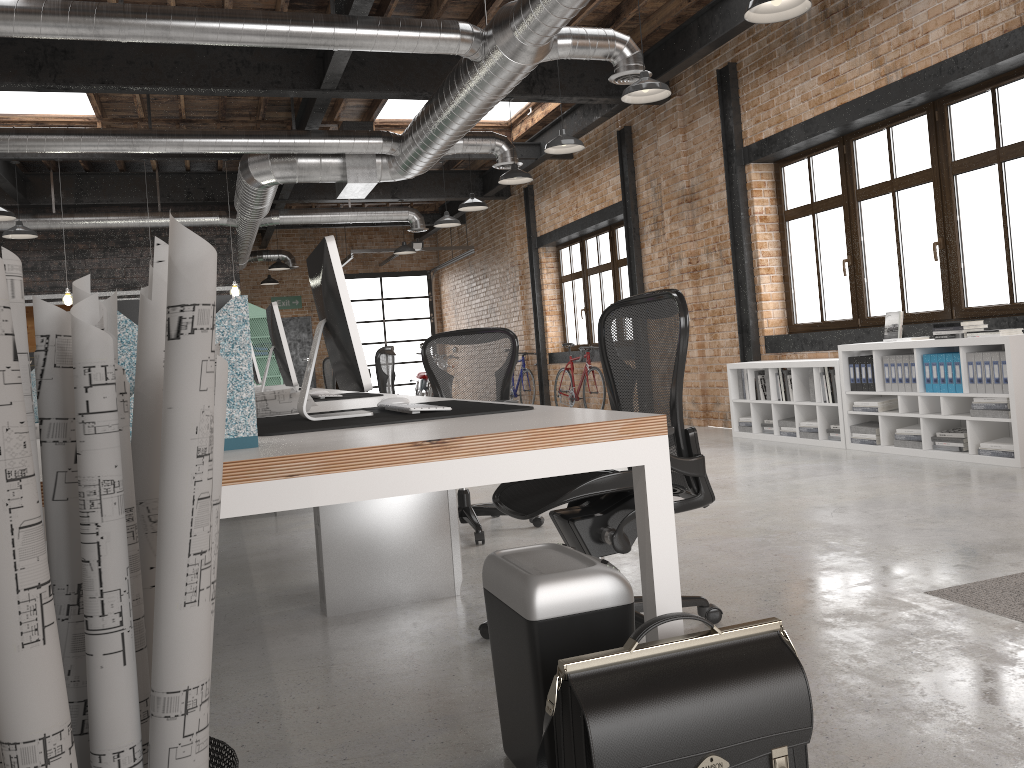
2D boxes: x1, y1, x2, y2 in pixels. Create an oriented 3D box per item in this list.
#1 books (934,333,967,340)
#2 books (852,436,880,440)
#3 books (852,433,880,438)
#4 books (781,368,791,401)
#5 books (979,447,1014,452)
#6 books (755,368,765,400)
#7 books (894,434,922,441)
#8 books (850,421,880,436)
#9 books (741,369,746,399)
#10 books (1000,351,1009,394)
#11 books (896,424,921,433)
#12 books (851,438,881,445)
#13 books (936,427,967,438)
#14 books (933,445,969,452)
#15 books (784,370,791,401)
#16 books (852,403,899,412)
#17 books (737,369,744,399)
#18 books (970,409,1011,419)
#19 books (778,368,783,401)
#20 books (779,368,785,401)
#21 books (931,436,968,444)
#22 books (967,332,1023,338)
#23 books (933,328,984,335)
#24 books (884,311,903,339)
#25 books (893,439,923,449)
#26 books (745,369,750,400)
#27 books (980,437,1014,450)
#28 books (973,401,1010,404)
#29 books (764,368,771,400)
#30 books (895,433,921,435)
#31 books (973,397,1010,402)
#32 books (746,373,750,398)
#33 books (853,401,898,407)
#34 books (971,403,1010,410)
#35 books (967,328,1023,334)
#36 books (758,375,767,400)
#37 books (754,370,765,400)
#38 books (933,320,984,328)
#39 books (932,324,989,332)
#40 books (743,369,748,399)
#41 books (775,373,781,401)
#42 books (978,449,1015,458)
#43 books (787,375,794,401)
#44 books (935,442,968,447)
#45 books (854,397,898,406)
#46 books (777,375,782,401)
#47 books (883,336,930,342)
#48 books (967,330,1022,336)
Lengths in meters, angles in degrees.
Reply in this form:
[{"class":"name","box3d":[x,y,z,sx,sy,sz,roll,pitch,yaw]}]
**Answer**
[{"class":"books","box3d":[2.979,-0.321,5.883,0.191,0.032,0.258,-5,2,-17]},{"class":"books","box3d":[2.730,0.387,6.660,0.219,0.034,0.259,-5,2,-19]},{"class":"books","box3d":[2.730,0.369,6.656,0.215,0.046,0.251,-5,2,-19]},{"class":"books","box3d":[2.445,-0.022,7.593,0.272,0.355,0.062,-4,-1,-14]},{"class":"books","box3d":[3.125,0.391,5.567,0.219,0.034,0.259,-5,2,-19]},{"class":"books","box3d":[2.311,-0.025,8.010,0.272,0.355,0.062,-4,-1,-14]},{"class":"books","box3d":[2.884,0.359,6.256,0.207,0.067,0.275,-5,2,-19]},{"class":"books","box3d":[2.725,0.333,6.676,0.217,0.078,0.290,-5,2,-19]},{"class":"books","box3d":[2.255,-0.016,8.194,0.249,0.333,0.060,-4,-1,-14]},{"class":"books","box3d":[3.137,-0.078,5.473,0.232,0.261,0.062,-5,-1,-19]},{"class":"books","box3d":[2.886,0.314,6.247,0.215,0.052,0.252,-5,2,-19]},{"class":"books","box3d":[2.727,0.414,6.666,0.207,0.061,0.274,-5,2,-19]},{"class":"books","box3d":[3.023,0.327,5.958,0.199,0.055,0.239,-5,2,-18]},{"class":"books","box3d":[3.011,0.417,5.977,0.184,0.049,0.261,-5,2,-18]},{"class":"books","box3d":[2.439,0.015,7.556,0.222,0.283,0.061,-4,-1,-14]},{"class":"books","box3d":[2.723,0.174,6.626,0.207,0.061,0.274,-5,2,-19]},{"class":"books","box3d":[2.243,-0.026,8.255,0.259,0.351,0.065,-4,-1,-14]},{"class":"books","box3d":[3.087,0.174,5.581,0.217,0.072,0.289,-5,2,-19]},{"class":"books","box3d":[2.426,-0.023,7.643,0.258,0.355,0.049,-4,-1,-14]},{"class":"books","box3d":[2.436,-0.022,7.621,0.259,0.353,0.070,-4,-1,-14]},{"class":"books","box3d":[3.022,0.359,5.982,0.222,0.055,0.281,-5,2,-18]},{"class":"books","box3d":[3.064,-0.311,5.623,0.187,0.014,0.252,-5,2,-19]},{"class":"books","box3d":[2.968,-0.348,5.889,0.191,0.023,0.241,-5,2,-21]},{"class":"books","box3d":[2.918,-0.441,6.772,0.065,0.224,0.160,-4,0,-19]},{"class":"books","box3d":[2.891,0.409,6.264,0.217,0.072,0.289,-5,2,-19]},{"class":"books","box3d":[2.277,-0.002,8.144,0.259,0.305,0.040,-4,-1,-14]},{"class":"books","box3d":[3.124,0.373,5.562,0.215,0.046,0.251,-5,2,-19]},{"class":"books","box3d":[3.083,0.097,5.567,0.219,0.039,0.260,-5,2,-19]},{"class":"books","box3d":[2.377,-0.024,7.838,0.259,0.351,0.065,-4,-1,-14]},{"class":"books","box3d":[2.887,0.332,6.250,0.219,0.039,0.260,-5,2,-19]},{"class":"books","box3d":[3.082,0.079,5.564,0.215,0.052,0.252,-5,2,-19]},{"class":"books","box3d":[2.247,0.024,8.095,0.182,0.262,0.056,-4,-1,-14]},{"class":"books","box3d":[2.727,0.148,6.620,0.219,0.034,0.259,-5,2,-19]},{"class":"books","box3d":[3.080,0.123,5.573,0.207,0.067,0.275,-5,2,-19]},{"class":"books","box3d":[3.069,-0.338,5.628,0.202,0.012,0.251,-5,2,-17]},{"class":"books","box3d":[2.314,0.034,7.938,0.197,0.240,0.058,-4,-1,-14]},{"class":"books","box3d":[2.305,0.013,7.973,0.222,0.283,0.061,-4,-1,-14]},{"class":"books","box3d":[2.969,-0.397,5.892,0.191,0.028,0.239,-5,2,-17]},{"class":"books","box3d":[2.977,-0.372,5.884,0.212,0.023,0.258,-5,2,-19]},{"class":"books","box3d":[2.271,-0.007,8.165,0.265,0.315,0.025,-4,-1,-14]},{"class":"books","box3d":[2.381,0.026,7.678,0.182,0.262,0.056,-4,-1,-14]},{"class":"books","box3d":[3.121,0.417,5.573,0.207,0.061,0.274,-5,2,-19]},{"class":"books","box3d":[2.448,0.037,7.521,0.197,0.240,0.058,-4,-1,-14]},{"class":"books","box3d":[3.006,0.389,5.962,0.164,0.047,0.239,-5,2,-18]},{"class":"books","box3d":[2.726,0.130,6.616,0.215,0.046,0.251,-5,2,-19]},{"class":"books","box3d":[2.385,0.038,7.646,0.162,0.240,0.054,-4,-1,-14]},{"class":"books","box3d":[2.848,-0.322,6.395,0.174,0.021,0.273,-5,2,-19]},{"class":"books","box3d":[3.062,-0.325,5.627,0.187,0.014,0.248,-5,2,-21]}]
